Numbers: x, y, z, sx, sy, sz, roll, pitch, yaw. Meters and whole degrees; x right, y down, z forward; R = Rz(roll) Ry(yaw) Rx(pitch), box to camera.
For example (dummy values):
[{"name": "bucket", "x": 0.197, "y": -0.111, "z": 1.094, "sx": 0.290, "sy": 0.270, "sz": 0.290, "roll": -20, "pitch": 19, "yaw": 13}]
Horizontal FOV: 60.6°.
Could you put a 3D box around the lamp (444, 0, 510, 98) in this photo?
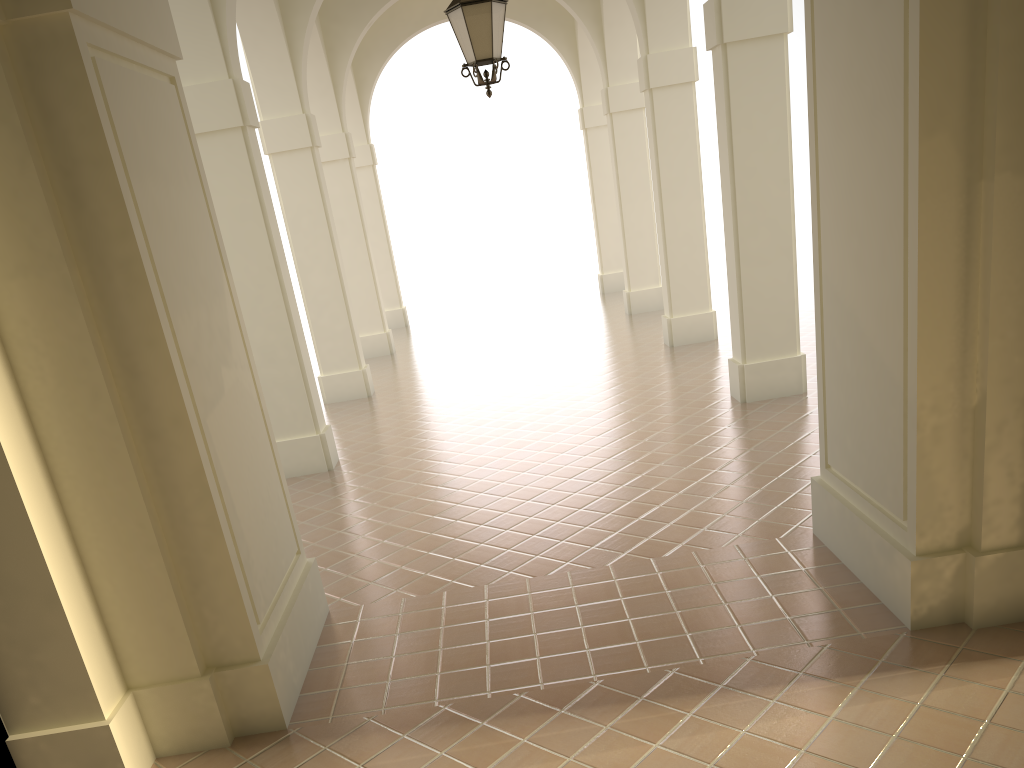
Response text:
[{"name": "lamp", "x": -0.435, "y": -3.907, "z": 6.439, "sx": 0.510, "sy": 3.478, "sz": 0.420, "roll": -9, "pitch": 19, "yaw": 0}]
